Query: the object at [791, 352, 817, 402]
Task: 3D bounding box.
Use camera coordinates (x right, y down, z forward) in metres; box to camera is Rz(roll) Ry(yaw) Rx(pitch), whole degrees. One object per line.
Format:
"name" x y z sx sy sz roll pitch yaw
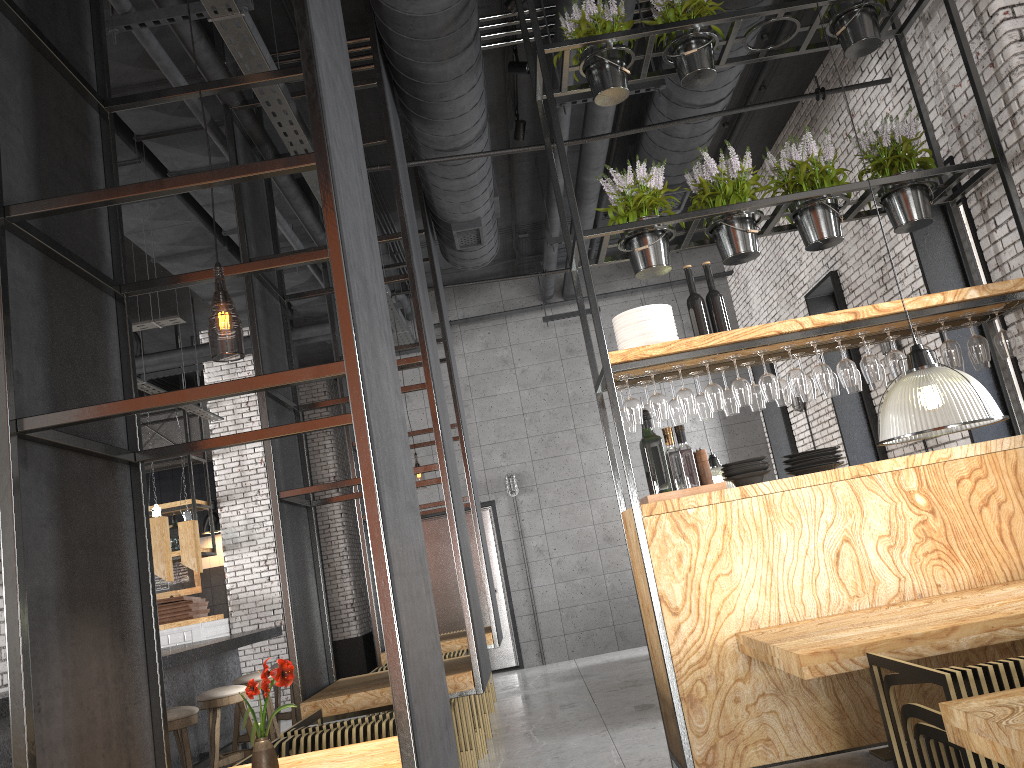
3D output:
"object" 1.626 -0.038 4.944 0.100 0.268 0.101 -19 -15 35

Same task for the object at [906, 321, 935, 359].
"object" 2.157 -0.191 4.676 0.100 0.268 0.101 -17 -14 29

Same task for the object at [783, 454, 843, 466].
"object" 1.593 0.414 4.690 0.306 0.042 0.304 0 -16 -43

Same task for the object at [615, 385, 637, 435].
"object" 0.627 0.143 4.923 0.100 0.268 0.101 -19 -15 35

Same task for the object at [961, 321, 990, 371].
"object" 2.597 -0.213 4.964 0.100 0.268 0.101 -17 -14 29

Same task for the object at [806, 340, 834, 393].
"object" 1.621 -0.094 4.664 0.100 0.268 0.101 -19 -15 35

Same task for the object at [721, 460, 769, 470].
"object" 1.243 0.462 4.706 0.257 0.072 0.256 -10 -11 -1

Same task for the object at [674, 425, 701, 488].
"object" 0.920 0.400 4.673 0.070 0.369 0.107 -10 -12 -2

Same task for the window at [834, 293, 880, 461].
"window" 3.437 0.315 8.340 0.365 2.710 0.745 -10 -12 -1

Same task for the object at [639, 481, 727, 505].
"object" 0.898 0.600 4.734 0.411 0.050 0.409 -10 -11 -2

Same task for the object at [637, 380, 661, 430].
"object" 0.763 0.118 4.925 0.100 0.268 0.101 -19 -15 35

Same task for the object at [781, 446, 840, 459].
"object" 1.586 0.375 4.700 0.306 0.040 0.304 -7 -12 -18

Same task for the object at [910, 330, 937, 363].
"object" 2.307 -0.161 4.958 0.100 0.268 0.101 -17 -14 29

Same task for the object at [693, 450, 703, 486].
"object" 1.015 0.472 4.734 0.056 0.250 0.055 -9 -12 -9

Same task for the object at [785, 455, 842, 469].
"object" 1.594 0.429 4.687 0.306 0.047 0.304 0 -15 -42

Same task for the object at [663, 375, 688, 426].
"object" 0.908 0.092 4.928 0.100 0.268 0.101 -19 -15 35

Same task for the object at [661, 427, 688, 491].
"object" 0.855 0.411 4.671 0.070 0.369 0.107 -10 -12 -2

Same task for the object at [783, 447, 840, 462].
"object" 1.587 0.389 4.697 0.305 0.049 0.305 -15 -12 23

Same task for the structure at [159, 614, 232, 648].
"structure" -6.292 3.984 10.661 5.800 1.351 1.504 -10 -12 -1

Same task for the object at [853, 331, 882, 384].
"object" 1.876 -0.140 4.670 0.100 0.268 0.101 -19 -15 35

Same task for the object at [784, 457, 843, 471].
"object" 1.596 0.437 4.684 0.306 0.044 0.304 -10 -11 0

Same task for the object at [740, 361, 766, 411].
"object" 1.343 0.013 4.938 0.100 0.268 0.101 -19 -15 35

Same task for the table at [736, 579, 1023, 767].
"table" 2.154 1.256 3.627 2.116 0.766 0.996 -10 -12 -1

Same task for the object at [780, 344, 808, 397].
"object" 1.483 -0.069 4.661 0.100 0.268 0.101 -19 -15 35

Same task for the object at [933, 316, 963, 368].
"object" 2.302 -0.217 4.679 0.100 0.268 0.101 -17 -14 29

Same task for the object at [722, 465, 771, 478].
"object" 1.248 0.490 4.699 0.257 0.076 0.256 -10 -11 -1

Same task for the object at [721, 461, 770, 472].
"object" 1.244 0.466 4.704 0.257 0.073 0.256 -4 -13 -28

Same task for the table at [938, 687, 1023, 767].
"table" 2.116 0.842 1.564 2.116 0.766 0.996 -10 -12 -1

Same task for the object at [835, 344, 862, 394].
"object" 1.881 -0.084 4.949 0.100 0.268 0.101 -19 -15 35

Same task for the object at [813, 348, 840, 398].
"object" 1.755 -0.061 4.946 0.100 0.268 0.101 -19 -15 35

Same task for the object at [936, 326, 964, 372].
"object" 2.452 -0.187 4.961 0.100 0.268 0.101 -17 -14 29

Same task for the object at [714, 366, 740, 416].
"object" 1.198 0.040 4.935 0.100 0.268 0.101 -19 -15 35

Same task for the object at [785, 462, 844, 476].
"object" 1.601 0.462 4.679 0.305 0.035 0.305 -19 -14 36

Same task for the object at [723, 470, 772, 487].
"object" 1.252 0.513 4.693 0.257 0.068 0.256 -12 -11 6

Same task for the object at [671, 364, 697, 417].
"object" 0.903 0.036 4.649 0.100 0.268 0.101 -19 -15 35

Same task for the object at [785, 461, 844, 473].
"object" 1.599 0.451 4.681 0.305 0.041 0.305 -14 -12 16

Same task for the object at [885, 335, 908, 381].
"object" 2.162 -0.135 4.955 0.100 0.268 0.101 -17 -14 29

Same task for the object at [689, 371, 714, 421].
"object" 1.053 0.066 4.932 0.100 0.268 0.101 -19 -15 35

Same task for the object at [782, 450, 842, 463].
"object" 1.590 0.400 4.693 0.306 0.038 0.304 -10 -11 0

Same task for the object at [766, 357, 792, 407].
"object" 1.488 -0.013 4.941 0.100 0.268 0.101 -19 -15 35

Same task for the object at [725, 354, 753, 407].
"object" 1.193 -0.016 4.655 0.100 0.268 0.101 -19 -15 35

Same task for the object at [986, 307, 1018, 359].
"object" 2.592 -0.269 4.685 0.100 0.268 0.101 -17 -14 29

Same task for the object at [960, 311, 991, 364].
"object" 2.447 -0.243 4.682 0.100 0.268 0.101 -17 -14 29

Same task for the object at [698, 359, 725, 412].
"object" 1.048 0.010 4.652 0.100 0.268 0.101 -19 -15 35

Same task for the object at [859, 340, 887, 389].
"object" 2.017 -0.108 4.952 0.100 0.268 0.101 -19 -15 35

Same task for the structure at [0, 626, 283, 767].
"structure" -4.372 2.521 5.747 4.310 1.540 5.852 -10 -11 -1

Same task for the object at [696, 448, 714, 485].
"object" 1.013 0.455 4.650 0.056 0.250 0.055 -9 -12 -9

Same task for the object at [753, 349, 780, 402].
"object" 1.338 -0.043 4.658 0.100 0.268 0.101 -19 -15 35

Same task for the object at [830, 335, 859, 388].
"object" 1.750 -0.117 4.667 0.100 0.268 0.101 -19 -15 35

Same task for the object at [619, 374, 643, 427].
"object" 0.622 0.087 4.643 0.100 0.268 0.101 -19 -15 35

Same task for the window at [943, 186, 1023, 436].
"window" 3.394 -0.155 5.996 0.365 2.710 0.745 -10 -12 -1

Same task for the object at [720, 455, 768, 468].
"object" 1.240 0.437 4.711 0.256 0.077 0.256 -19 -14 35

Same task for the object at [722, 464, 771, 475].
"object" 1.247 0.483 4.701 0.256 0.076 0.256 -16 -13 24

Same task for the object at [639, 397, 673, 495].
"object" 0.737 0.337 4.676 0.106 0.556 0.156 -10 -12 -2

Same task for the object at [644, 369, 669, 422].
"object" 0.758 0.062 4.646 0.100 0.268 0.101 -19 -15 35

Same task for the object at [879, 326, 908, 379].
"object" 2.012 -0.164 4.673 0.100 0.268 0.101 -19 -15 35
